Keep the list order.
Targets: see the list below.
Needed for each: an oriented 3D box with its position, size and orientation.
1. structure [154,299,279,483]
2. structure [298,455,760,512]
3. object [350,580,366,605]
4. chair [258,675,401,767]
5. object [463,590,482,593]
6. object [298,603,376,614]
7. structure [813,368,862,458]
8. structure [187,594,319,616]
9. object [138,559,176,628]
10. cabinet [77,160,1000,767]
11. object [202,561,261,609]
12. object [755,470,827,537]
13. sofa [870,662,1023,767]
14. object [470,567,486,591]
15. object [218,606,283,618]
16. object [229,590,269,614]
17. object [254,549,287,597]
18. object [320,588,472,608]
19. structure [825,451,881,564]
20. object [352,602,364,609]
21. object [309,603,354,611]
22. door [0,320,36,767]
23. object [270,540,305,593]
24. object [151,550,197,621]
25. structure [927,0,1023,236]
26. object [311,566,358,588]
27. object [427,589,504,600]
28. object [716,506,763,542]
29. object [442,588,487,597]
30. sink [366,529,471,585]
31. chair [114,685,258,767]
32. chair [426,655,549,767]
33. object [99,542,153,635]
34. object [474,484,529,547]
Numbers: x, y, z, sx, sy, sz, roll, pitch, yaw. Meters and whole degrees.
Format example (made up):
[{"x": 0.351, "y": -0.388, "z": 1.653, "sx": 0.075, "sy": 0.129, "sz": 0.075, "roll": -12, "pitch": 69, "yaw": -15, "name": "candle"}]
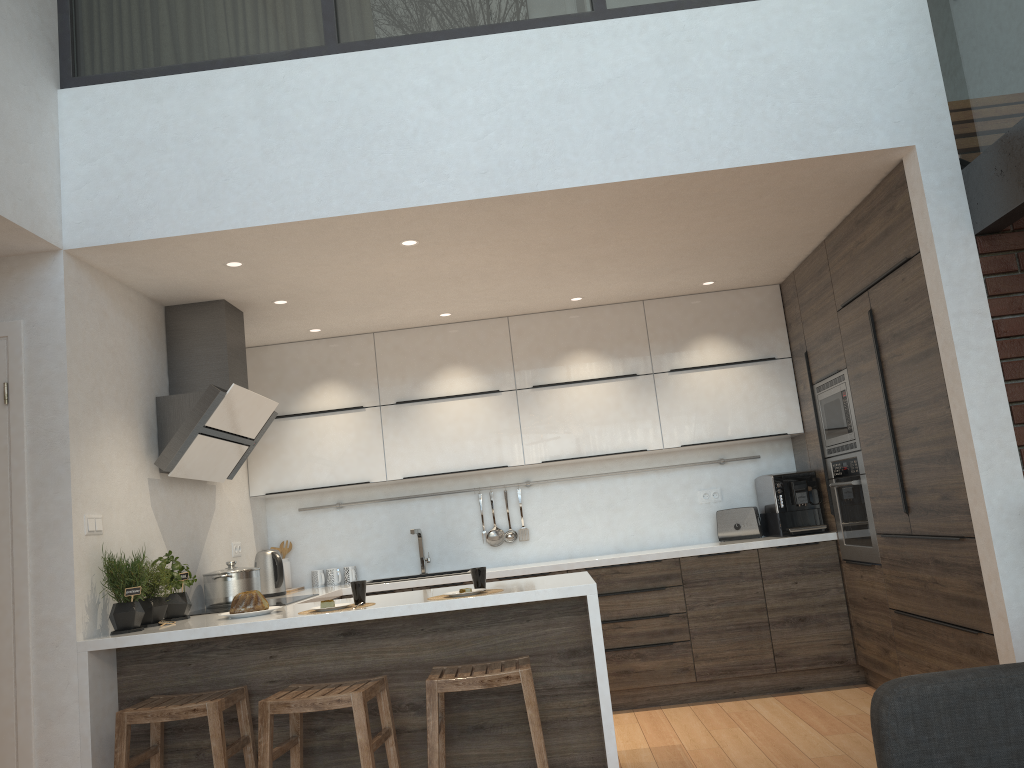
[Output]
[{"x": -1.530, "y": -0.013, "z": 4.626, "sx": 0.407, "sy": 0.998, "sz": 0.898, "roll": -7, "pitch": -9, "yaw": 1, "name": "structure"}, {"x": 0.104, "y": 0.645, "z": 5.739, "sx": 3.000, "sy": 0.045, "sz": 0.050, "roll": -7, "pitch": -9, "yaw": 1, "name": "structure"}, {"x": -0.621, "y": 0.849, "z": 3.607, "sx": 0.066, "sy": 0.093, "sz": 0.066, "roll": -13, "pitch": -11, "yaw": 36, "name": "object"}, {"x": -0.638, "y": 1.387, "z": 3.143, "sx": 0.450, "sy": 0.600, "sz": 0.350, "roll": -8, "pitch": -9, "yaw": 6, "name": "chair"}, {"x": -0.173, "y": 0.802, "z": 3.401, "sx": 0.126, "sy": 0.012, "sz": 0.025, "roll": -10, "pitch": -10, "yaw": 20, "name": "object"}, {"x": -0.697, "y": 0.895, "z": 3.535, "sx": 0.305, "sy": 0.002, "sz": 0.305, "roll": -1, "pitch": -10, "yaw": -29, "name": "object"}, {"x": 1.992, "y": 0.149, "z": 4.836, "sx": 0.459, "sy": 0.430, "sz": 0.595, "roll": -7, "pitch": -9, "yaw": 1, "name": "structure"}, {"x": -1.314, "y": 1.107, "z": 4.439, "sx": 0.550, "sy": 0.006, "sz": 0.609, "roll": -7, "pitch": -9, "yaw": 1, "name": "structure"}, {"x": -1.539, "y": 0.888, "z": 3.787, "sx": 0.221, "sy": 0.283, "sz": 0.211, "roll": -9, "pitch": -9, "yaw": 14, "name": "object"}, {"x": 0.095, "y": 0.611, "z": 4.559, "sx": 3.495, "sy": 2.401, "sz": 2.401, "roll": -7, "pitch": -9, "yaw": 1, "name": "cabinet"}, {"x": -1.448, "y": 1.030, "z": 4.594, "sx": 0.288, "sy": 0.223, "sz": 0.315, "roll": -15, "pitch": -12, "yaw": 42, "name": "object"}, {"x": 1.698, "y": 0.727, "z": 5.406, "sx": 0.274, "sy": 0.378, "sz": 0.532, "roll": -7, "pitch": -9, "yaw": 1, "name": "object"}, {"x": 0.805, "y": 0.605, "z": 0.519, "sx": 2.108, "sy": 0.995, "sz": 3.169, "roll": -7, "pitch": -9, "yaw": 2, "name": "sofa"}, {"x": -0.132, "y": 0.786, "z": 3.565, "sx": 0.066, "sy": 0.093, "sz": 0.066, "roll": -2, "pitch": -10, "yaw": -25, "name": "object"}, {"x": -1.096, "y": 0.959, "z": 3.718, "sx": 0.261, "sy": 0.021, "sz": 0.261, "roll": -6, "pitch": -9, "yaw": -4, "name": "object"}, {"x": -1.111, "y": 0.924, "z": 3.736, "sx": 0.155, "sy": 0.101, "sz": 0.161, "roll": -6, "pitch": -9, "yaw": -3, "name": "object"}, {"x": -1.410, "y": 1.095, "z": 5.140, "sx": 0.179, "sy": 0.270, "sz": 0.220, "roll": -5, "pitch": -9, "yaw": -11, "name": "object"}, {"x": -0.454, "y": 0.833, "z": 3.468, "sx": 0.597, "sy": 0.039, "sz": 0.064, "roll": -6, "pitch": -9, "yaw": -2, "name": "object"}, {"x": 2.030, "y": 0.642, "z": 4.758, "sx": 0.495, "sy": 0.570, "sz": 0.595, "roll": -7, "pitch": -9, "yaw": 1, "name": "structure"}, {"x": -0.604, "y": 0.869, "z": 3.481, "sx": 0.025, "sy": 0.011, "sz": 0.126, "roll": -7, "pitch": -9, "yaw": 5, "name": "object"}, {"x": -0.713, "y": 0.882, "z": 3.500, "sx": 0.176, "sy": 0.014, "sz": 0.176, "roll": -5, "pitch": -9, "yaw": -9, "name": "object"}, {"x": -2.326, "y": 0.847, "z": 3.405, "sx": 0.974, "sy": 2.136, "sz": 0.085, "roll": -7, "pitch": -9, "yaw": 1, "name": "door"}, {"x": -1.464, "y": 1.145, "z": 5.565, "sx": 0.221, "sy": 0.316, "sz": 0.330, "roll": -7, "pitch": -9, "yaw": 1, "name": "object"}, {"x": -1.527, "y": 0.903, "z": 3.982, "sx": 0.179, "sy": 0.311, "sz": 0.172, "roll": -8, "pitch": -9, "yaw": 12, "name": "object"}, {"x": 2.443, "y": -0.366, "z": 2.015, "sx": 1.289, "sy": 3.460, "sz": 5.660, "roll": -7, "pitch": -9, "yaw": 1, "name": "structure"}, {"x": -1.135, "y": 1.230, "z": 5.660, "sx": 0.297, "sy": 0.105, "sz": 0.112, "roll": -7, "pitch": -9, "yaw": 3, "name": "object"}, {"x": -0.184, "y": 0.829, "z": 3.493, "sx": 0.304, "sy": 0.002, "sz": 0.304, "roll": -12, "pitch": -11, "yaw": 33, "name": "object"}, {"x": 1.419, "y": 0.873, "z": 5.546, "sx": 0.260, "sy": 0.195, "sz": 0.177, "roll": -10, "pitch": -10, "yaw": 21, "name": "object"}, {"x": -0.183, "y": 0.814, "z": 3.452, "sx": 0.176, "sy": 0.014, "sz": 0.176, "roll": -7, "pitch": -9, "yaw": 6, "name": "object"}, {"x": -0.573, "y": 1.146, "z": 5.411, "sx": 0.706, "sy": 0.518, "sz": 0.512, "roll": -7, "pitch": -9, "yaw": 1, "name": "sink"}, {"x": -1.195, "y": 1.472, "z": 3.278, "sx": 0.450, "sy": 0.600, "sz": 0.350, "roll": -7, "pitch": -9, "yaw": 1, "name": "chair"}, {"x": -0.085, "y": 1.334, "z": 3.209, "sx": 0.450, "sy": 0.600, "sz": 0.350, "roll": -6, "pitch": -9, "yaw": -1, "name": "chair"}, {"x": -1.556, "y": 0.813, "z": 3.579, "sx": 0.186, "sy": 0.367, "sz": 0.196, "roll": -7, "pitch": -9, "yaw": 1, "name": "object"}, {"x": -0.065, "y": 0.844, "z": 5.707, "sx": 0.320, "sy": 0.389, "sz": 0.069, "roll": -7, "pitch": -9, "yaw": 3, "name": "object"}]
